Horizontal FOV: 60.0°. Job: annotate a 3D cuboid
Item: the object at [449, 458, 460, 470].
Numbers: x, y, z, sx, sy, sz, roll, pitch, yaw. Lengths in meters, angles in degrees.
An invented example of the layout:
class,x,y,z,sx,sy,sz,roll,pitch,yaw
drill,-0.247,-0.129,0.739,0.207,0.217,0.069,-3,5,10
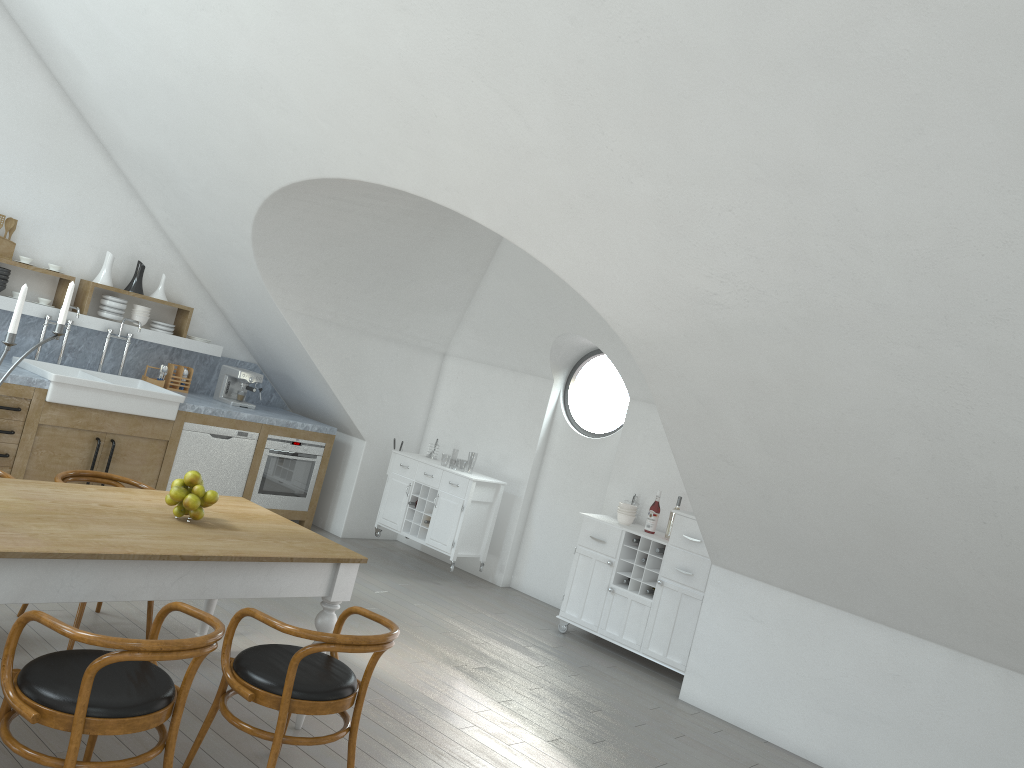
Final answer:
class,x,y,z,sx,sy,sz,roll,pitch,yaw
object,-0.507,0.699,7.725,0.077,0.085,0.077,14,-2,27

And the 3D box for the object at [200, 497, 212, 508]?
class,x,y,z,sx,sy,sz,roll,pitch,yaw
object,-1.322,0.498,3.827,0.076,0.076,0.076,14,-1,6

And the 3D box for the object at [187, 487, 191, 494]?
class,x,y,z,sx,sy,sz,roll,pitch,yaw
object,-1.417,0.471,3.845,0.062,0.059,0.062,13,-2,44

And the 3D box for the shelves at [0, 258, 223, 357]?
class,x,y,z,sx,sy,sz,roll,pitch,yaw
shelves,-4.084,-1.350,5.751,0.481,1.363,5.527,13,-1,34

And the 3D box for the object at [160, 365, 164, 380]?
class,x,y,z,sx,sy,sz,roll,pitch,yaw
object,-2.987,-0.071,7.527,0.040,0.192,0.042,15,-2,-13

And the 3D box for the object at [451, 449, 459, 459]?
class,x,y,z,sx,sy,sz,roll,pitch,yaw
object,-0.510,0.656,7.791,0.048,0.169,0.048,13,-2,27

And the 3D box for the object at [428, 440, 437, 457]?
class,x,y,z,sx,sy,sz,roll,pitch,yaw
object,-0.725,0.588,8.187,0.039,0.175,0.054,13,-3,40

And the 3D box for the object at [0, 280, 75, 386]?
class,x,y,z,sx,sy,sz,roll,pitch,yaw
object,-1.843,0.010,3.151,0.266,0.876,0.773,14,-2,13

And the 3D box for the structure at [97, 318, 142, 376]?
class,x,y,z,sx,sy,sz,roll,pitch,yaw
structure,-3.074,-0.254,7.065,0.333,0.530,0.213,14,-2,20

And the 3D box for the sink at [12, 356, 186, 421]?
class,x,y,z,sx,sy,sz,roll,pitch,yaw
sink,-3.110,0.045,6.658,0.729,0.202,1.016,14,-1,40

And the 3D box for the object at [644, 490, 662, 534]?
class,x,y,z,sx,sy,sz,roll,pitch,yaw
object,1.076,0.964,6.694,0.081,0.330,0.081,13,-3,35

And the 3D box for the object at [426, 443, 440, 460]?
class,x,y,z,sx,sy,sz,roll,pitch,yaw
object,-0.729,0.623,8.175,0.102,0.138,0.066,13,-2,40

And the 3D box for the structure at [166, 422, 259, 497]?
class,x,y,z,sx,sy,sz,roll,pitch,yaw
structure,-2.658,0.697,7.343,0.600,0.823,0.721,13,-2,40

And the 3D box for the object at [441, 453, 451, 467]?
class,x,y,z,sx,sy,sz,roll,pitch,yaw
object,-0.586,0.669,7.747,0.081,0.105,0.082,16,-2,-37

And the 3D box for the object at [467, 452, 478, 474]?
class,x,y,z,sx,sy,sz,roll,pitch,yaw
object,-0.347,0.688,7.696,0.063,0.187,0.062,14,-2,25

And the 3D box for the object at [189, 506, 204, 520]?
class,x,y,z,sx,sy,sz,roll,pitch,yaw
object,-1.343,0.548,3.775,0.063,0.063,0.063,16,-2,-39

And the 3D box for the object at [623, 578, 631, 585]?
class,x,y,z,sx,sy,sz,roll,pitch,yaw
object,0.953,1.488,6.626,0.156,0.085,0.329,14,-1,41

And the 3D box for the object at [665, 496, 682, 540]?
class,x,y,z,sx,sy,sz,roll,pitch,yaw
object,1.208,0.996,6.574,0.085,0.331,0.085,15,-2,-1

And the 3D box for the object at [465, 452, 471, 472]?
class,x,y,z,sx,sy,sz,roll,pitch,yaw
object,-0.371,0.686,7.755,0.054,0.179,0.054,14,-2,17

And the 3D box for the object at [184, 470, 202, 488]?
class,x,y,z,sx,sy,sz,roll,pitch,yaw
object,-1.363,0.405,3.785,0.072,0.074,0.072,13,-2,40

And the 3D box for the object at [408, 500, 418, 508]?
class,x,y,z,sx,sy,sz,roll,pitch,yaw
object,-0.796,1.066,7.811,0.082,0.085,0.316,13,-1,40

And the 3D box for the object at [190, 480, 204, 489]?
class,x,y,z,sx,sy,sz,roll,pitch,yaw
object,-1.377,0.435,3.865,0.062,0.060,0.062,13,-2,40

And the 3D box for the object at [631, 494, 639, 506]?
class,x,y,z,sx,sy,sz,roll,pitch,yaw
object,0.950,0.976,7.047,0.116,0.209,0.065,13,-3,42

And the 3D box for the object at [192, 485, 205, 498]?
class,x,y,z,sx,sy,sz,roll,pitch,yaw
object,-1.328,0.455,3.756,0.053,0.057,0.058,16,-2,-36

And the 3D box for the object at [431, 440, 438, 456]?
class,x,y,z,sx,sy,sz,roll,pitch,yaw
object,-0.710,0.593,8.155,0.024,0.164,0.039,16,-3,-38

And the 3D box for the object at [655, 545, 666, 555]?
class,x,y,z,sx,sy,sz,roll,pitch,yaw
object,1.154,1.228,6.514,0.088,0.085,0.358,13,-1,40

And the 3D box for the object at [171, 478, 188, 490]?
class,x,y,z,sx,sy,sz,roll,pitch,yaw
object,-1.422,0.439,3.789,0.066,0.071,0.072,14,-1,9

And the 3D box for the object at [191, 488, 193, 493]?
class,x,y,z,sx,sy,sz,roll,pitch,yaw
object,-1.357,0.456,3.819,0.053,0.051,0.052,14,-1,11

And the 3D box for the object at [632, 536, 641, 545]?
class,x,y,z,sx,sy,sz,roll,pitch,yaw
object,1.005,1.186,6.654,0.093,0.094,0.357,13,-1,40

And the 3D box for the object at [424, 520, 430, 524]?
class,x,y,z,sx,sy,sz,roll,pitch,yaw
object,-0.649,1.209,7.708,0.082,0.083,0.315,13,-1,39

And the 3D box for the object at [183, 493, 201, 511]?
class,x,y,z,sx,sy,sz,roll,pitch,yaw
object,-1.345,0.496,3.722,0.071,0.072,0.070,14,-1,4

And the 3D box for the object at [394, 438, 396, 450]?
class,x,y,z,sx,sy,sz,roll,pitch,yaw
object,-1.074,0.638,8.130,0.088,0.269,0.029,14,-2,13

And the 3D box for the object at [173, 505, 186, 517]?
class,x,y,z,sx,sy,sz,roll,pitch,yaw
object,-1.408,0.539,3.749,0.050,0.050,0.051,13,-2,43

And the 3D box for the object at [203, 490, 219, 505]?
class,x,y,z,sx,sy,sz,roll,pitch,yaw
object,-1.284,0.483,3.781,0.063,0.063,0.062,14,-1,2

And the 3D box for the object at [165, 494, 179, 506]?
class,x,y,z,sx,sy,sz,roll,pitch,yaw
object,-1.442,0.490,3.763,0.060,0.056,0.059,14,-2,34

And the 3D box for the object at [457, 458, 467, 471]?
class,x,y,z,sx,sy,sz,roll,pitch,yaw
object,-0.447,0.712,7.793,0.095,0.093,0.093,14,-2,27

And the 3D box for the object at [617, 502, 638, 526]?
class,x,y,z,sx,sy,sz,roll,pitch,yaw
object,0.876,1.001,6.810,0.157,0.160,0.154,15,-2,-22

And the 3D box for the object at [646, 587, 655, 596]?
class,x,y,z,sx,sy,sz,roll,pitch,yaw
object,1.078,1.522,6.509,0.081,0.081,0.357,13,-1,37

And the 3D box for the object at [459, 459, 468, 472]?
class,x,y,z,sx,sy,sz,roll,pitch,yaw
object,-0.428,0.713,7.703,0.071,0.099,0.071,15,-2,-27

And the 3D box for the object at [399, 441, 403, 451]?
class,x,y,z,sx,sy,sz,roll,pitch,yaw
object,-1.033,0.648,8.095,0.029,0.269,0.088,15,-2,-24

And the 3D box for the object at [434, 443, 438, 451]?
class,x,y,z,sx,sy,sz,roll,pitch,yaw
object,-0.719,0.605,8.181,0.097,0.137,0.029,13,-3,43

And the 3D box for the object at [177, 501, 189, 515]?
class,x,y,z,sx,sy,sz,roll,pitch,yaw
object,-1.400,0.527,3.817,0.080,0.074,0.078,15,-1,-5

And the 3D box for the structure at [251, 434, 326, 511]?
class,x,y,z,sx,sy,sz,roll,pitch,yaw
structure,-2.169,0.731,7.924,0.633,0.637,0.629,13,-2,40

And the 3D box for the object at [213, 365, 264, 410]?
class,x,y,z,sx,sy,sz,roll,pitch,yaw
object,-2.360,0.043,7.820,0.388,0.321,0.323,13,-2,40

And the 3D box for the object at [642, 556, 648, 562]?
class,x,y,z,sx,sy,sz,roll,pitch,yaw
object,1.057,1.313,6.590,0.085,0.085,0.329,13,-1,39

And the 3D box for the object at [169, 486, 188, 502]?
class,x,y,z,sx,sy,sz,roll,pitch,yaw
object,-1.400,0.461,3.721,0.071,0.064,0.072,14,-2,33

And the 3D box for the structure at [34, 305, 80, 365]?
class,x,y,z,sx,sy,sz,roll,pitch,yaw
structure,-3.372,-0.335,6.690,0.333,0.530,0.213,14,-2,20

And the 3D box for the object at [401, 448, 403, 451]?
class,x,y,z,sx,sy,sz,roll,pitch,yaw
object,-1.037,0.710,8.120,0.038,0.262,0.038,15,-2,-18
